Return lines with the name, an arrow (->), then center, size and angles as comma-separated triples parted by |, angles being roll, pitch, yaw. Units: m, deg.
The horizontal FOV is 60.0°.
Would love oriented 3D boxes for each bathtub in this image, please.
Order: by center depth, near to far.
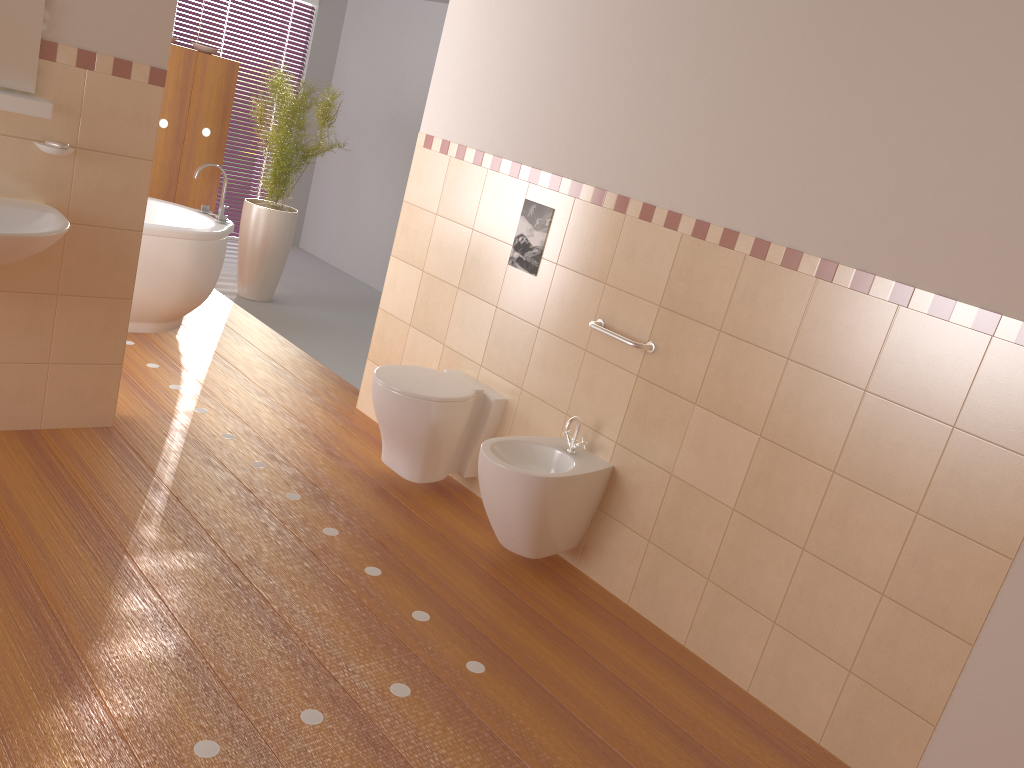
bathtub -> -2.349, -0.822, 4.590 | 1.874, 0.900, 0.888 | 0, 22, -44

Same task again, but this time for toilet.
toilet -> -0.368, 0.172, 3.691 | 0.534, 0.400, 0.375 | 0, 22, -44

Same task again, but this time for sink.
sink -> -1.696, -0.475, 2.688 | 0.683, 0.516, 0.539 | 0, 22, -44
sink -> 0.084, 0.363, 3.242 | 0.515, 0.517, 0.335 | 0, 22, -44

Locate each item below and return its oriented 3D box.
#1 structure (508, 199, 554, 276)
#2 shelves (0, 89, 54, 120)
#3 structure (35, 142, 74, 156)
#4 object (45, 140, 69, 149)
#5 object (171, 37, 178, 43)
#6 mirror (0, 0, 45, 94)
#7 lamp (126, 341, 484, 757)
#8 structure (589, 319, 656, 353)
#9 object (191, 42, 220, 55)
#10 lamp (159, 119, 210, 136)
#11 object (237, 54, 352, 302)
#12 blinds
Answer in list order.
structure -> 0.075, -0.596, 3.607 | 0.005, 0.279, 0.170 | 0, 22, -44
shelves -> -1.727, -0.904, 2.718 | 0.554, 0.050, 0.138 | 0, 22, -44
structure -> -1.542, -0.787, 2.998 | 0.117, 0.029, 0.092 | 0, 22, -44
object -> -1.536, -0.808, 2.994 | 0.075, 0.023, 0.050 | 18, 16, 8
object -> -2.156, -2.135, 5.479 | 0.173, 0.046, 0.173 | 0, 22, -44
mirror -> -1.650, -1.325, 2.638 | 0.502, 0.799, 0.008 | 0, 22, -44
lamp -> -2.147, 0.321, 2.491 | 3.173, 0.001, 2.893 | 0, 22, -44
structure -> 0.386, -0.178, 3.237 | 0.091, 0.042, 0.295 | 0, 22, -44
object -> -1.962, -2.136, 5.669 | 0.173, 0.046, 0.173 | 0, 22, -44
lamp -> -2.377, -1.627, 5.346 | 1.169, 0.052, 0.001 | 0, 22, -44
object -> -1.461, -1.297, 5.874 | 0.683, 1.557, 1.335 | 12, 16, -14
blinds -> -3.601, -2.225, 6.089 | 4.712, 2.022, 0.032 | 0, 22, -44
